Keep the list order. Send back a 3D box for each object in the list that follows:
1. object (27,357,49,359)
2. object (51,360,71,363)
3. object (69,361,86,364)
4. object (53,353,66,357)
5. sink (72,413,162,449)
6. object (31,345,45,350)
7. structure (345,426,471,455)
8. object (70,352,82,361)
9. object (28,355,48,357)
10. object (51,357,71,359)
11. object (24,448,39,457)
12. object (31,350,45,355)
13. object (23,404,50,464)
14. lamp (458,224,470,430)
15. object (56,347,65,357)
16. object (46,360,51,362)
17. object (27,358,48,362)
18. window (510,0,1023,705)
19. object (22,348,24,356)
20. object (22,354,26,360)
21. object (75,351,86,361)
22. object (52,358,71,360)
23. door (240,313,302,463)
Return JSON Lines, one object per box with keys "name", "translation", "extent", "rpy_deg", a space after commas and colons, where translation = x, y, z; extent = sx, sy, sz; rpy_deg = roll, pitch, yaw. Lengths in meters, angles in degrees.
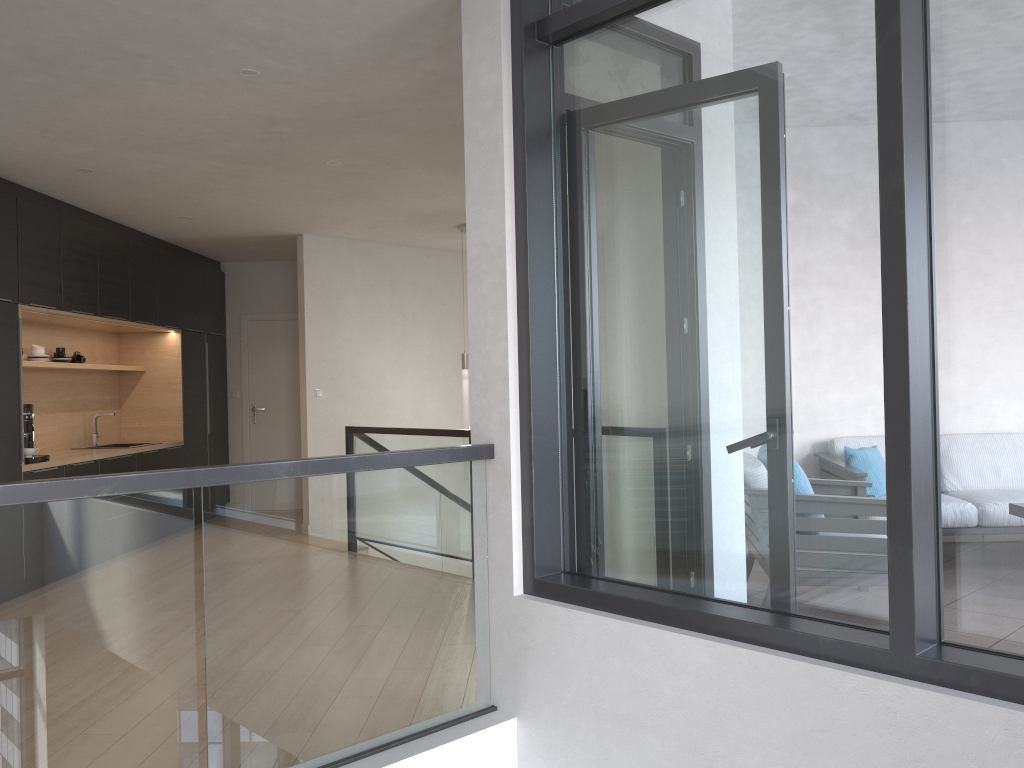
{"name": "object", "translation": [-3.578, -0.188, 6.695], "extent": [0.145, 0.025, 0.145], "rpy_deg": [-1, 0, -12]}
{"name": "object", "translation": [-3.585, -0.176, 7.053], "extent": [0.145, 0.025, 0.145], "rpy_deg": [-1, 0, 15]}
{"name": "object", "translation": [-3.602, -0.175, 7.337], "extent": [0.145, 0.025, 0.145], "rpy_deg": [-1, 0, 4]}
{"name": "object", "translation": [-3.664, -0.208, 7.177], "extent": [0.084, 0.092, 0.066], "rpy_deg": [-1, 0, 8]}
{"name": "sink", "translation": [-3.413, 0.507, 7.693], "extent": [0.512, 0.518, 0.626], "rpy_deg": [-1, 0, 2]}
{"name": "object", "translation": [-3.579, -0.261, 6.692], "extent": [0.098, 0.075, 0.095], "rpy_deg": [-1, 0, 13]}
{"name": "structure", "translation": [0.493, 2.468, 7.200], "extent": [2.823, 4.339, 4.190], "rpy_deg": [-1, 0, -43]}
{"name": "object", "translation": [-3.607, -0.219, 7.312], "extent": [0.100, 0.093, 0.066], "rpy_deg": [-1, 0, 16]}
{"name": "object", "translation": [-3.577, -0.202, 6.692], "extent": [0.145, 0.025, 0.145], "rpy_deg": [-1, 0, -12]}
{"name": "object", "translation": [-3.586, -0.201, 7.053], "extent": [0.145, 0.025, 0.145], "rpy_deg": [-1, 0, 15]}
{"name": "object", "translation": [-3.265, 0.465, 5.990], "extent": [0.099, 0.057, 0.095], "rpy_deg": [-1, 0, 4]}
{"name": "object", "translation": [-3.580, -0.227, 6.695], "extent": [0.095, 0.057, 0.099], "rpy_deg": [-1, 0, -26]}
{"name": "object", "translation": [-3.463, 0.339, 6.167], "extent": [0.584, 0.398, 0.618], "rpy_deg": [-1, 0, 2]}
{"name": "lamp", "translation": [-0.273, -0.521, 7.766], "extent": [0.359, 6.725, 0.359], "rpy_deg": [-1, 0, 38]}
{"name": "object", "translation": [-3.586, -0.243, 7.046], "extent": [0.066, 0.092, 0.084], "rpy_deg": [-1, 0, -30]}
{"name": "object", "translation": [-3.675, -0.175, 6.912], "extent": [0.145, 0.025, 0.145], "rpy_deg": [-1, 0, 15]}
{"name": "object", "translation": [-3.576, -0.178, 6.692], "extent": [0.145, 0.025, 0.145], "rpy_deg": [-1, 0, -12]}
{"name": "window", "translation": [1.786, -0.545, 1.201], "extent": [0.170, 2.402, 5.002], "rpy_deg": [-1, 0, -43]}
{"name": "object", "translation": [-3.623, -0.250, 6.370], "extent": [0.213, 0.171, 0.240], "rpy_deg": [-1, 0, 38]}
{"name": "object", "translation": [-3.672, -0.192, 6.586], "extent": [0.099, 0.057, 0.095], "rpy_deg": [-1, 0, -41]}
{"name": "object", "translation": [-3.598, -0.225, 7.375], "extent": [0.100, 0.093, 0.066], "rpy_deg": [-1, 0, 11]}
{"name": "object", "translation": [-3.583, -0.189, 7.056], "extent": [0.145, 0.025, 0.145], "rpy_deg": [-1, 0, 15]}
{"name": "door", "translation": [-2.421, 0.307, 9.551], "extent": [0.974, 2.136, 0.085], "rpy_deg": [-1, 0, 2]}
